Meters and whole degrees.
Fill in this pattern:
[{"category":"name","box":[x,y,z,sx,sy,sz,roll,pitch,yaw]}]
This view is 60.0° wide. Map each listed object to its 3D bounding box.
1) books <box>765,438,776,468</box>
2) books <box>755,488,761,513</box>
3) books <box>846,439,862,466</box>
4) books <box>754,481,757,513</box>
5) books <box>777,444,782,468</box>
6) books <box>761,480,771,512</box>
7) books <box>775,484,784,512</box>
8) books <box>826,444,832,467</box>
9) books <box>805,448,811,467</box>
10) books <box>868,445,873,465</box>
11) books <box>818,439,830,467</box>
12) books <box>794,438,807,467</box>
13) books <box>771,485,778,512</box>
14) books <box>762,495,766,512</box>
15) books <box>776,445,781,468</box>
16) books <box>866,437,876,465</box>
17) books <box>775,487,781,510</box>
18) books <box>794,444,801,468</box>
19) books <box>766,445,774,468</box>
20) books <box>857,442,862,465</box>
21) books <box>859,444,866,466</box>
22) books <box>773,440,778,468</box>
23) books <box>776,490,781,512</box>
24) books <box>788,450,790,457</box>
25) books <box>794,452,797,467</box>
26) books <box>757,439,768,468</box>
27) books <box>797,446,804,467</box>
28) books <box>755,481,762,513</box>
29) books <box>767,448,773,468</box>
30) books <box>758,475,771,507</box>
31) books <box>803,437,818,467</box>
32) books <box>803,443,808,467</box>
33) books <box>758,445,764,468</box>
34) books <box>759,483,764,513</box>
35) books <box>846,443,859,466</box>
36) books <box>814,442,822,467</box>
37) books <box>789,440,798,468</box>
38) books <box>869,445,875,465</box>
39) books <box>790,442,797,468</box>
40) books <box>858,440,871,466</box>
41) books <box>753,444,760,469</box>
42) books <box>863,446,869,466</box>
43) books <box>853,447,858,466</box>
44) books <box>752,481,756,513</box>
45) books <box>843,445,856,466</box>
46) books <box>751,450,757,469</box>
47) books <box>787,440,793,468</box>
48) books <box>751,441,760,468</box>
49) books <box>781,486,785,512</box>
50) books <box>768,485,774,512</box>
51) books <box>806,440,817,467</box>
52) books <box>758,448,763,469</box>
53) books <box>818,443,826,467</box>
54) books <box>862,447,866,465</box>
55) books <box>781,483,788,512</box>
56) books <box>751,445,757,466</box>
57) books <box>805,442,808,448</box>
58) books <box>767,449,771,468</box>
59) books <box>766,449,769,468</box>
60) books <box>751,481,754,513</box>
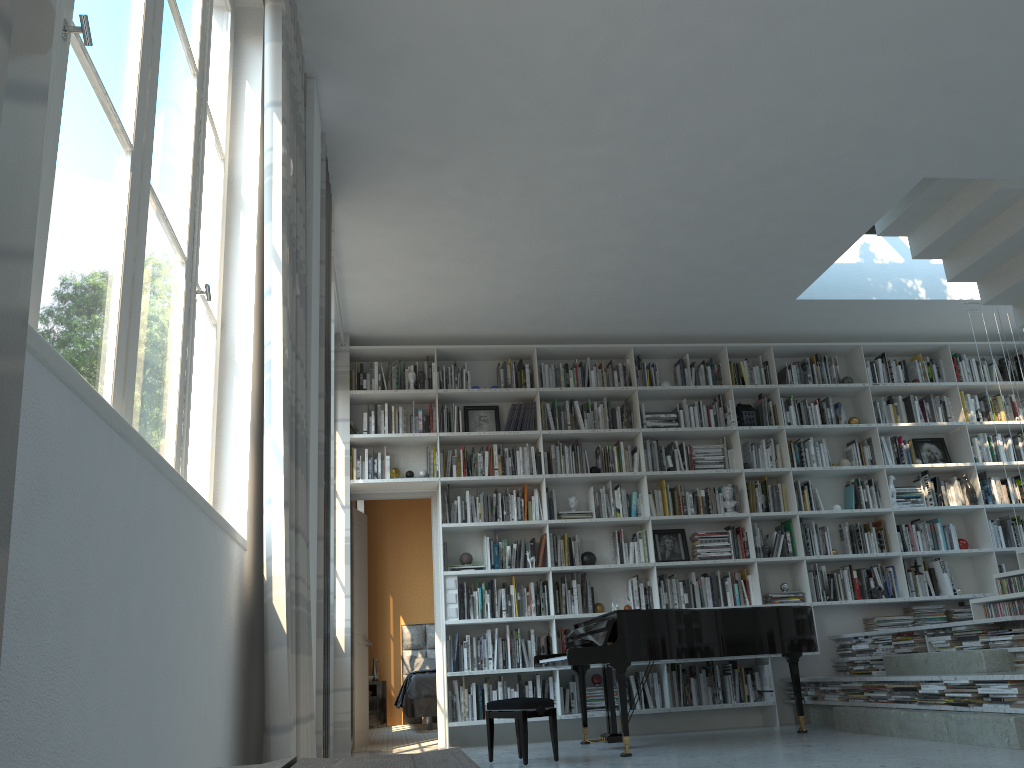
[{"category":"books","box":[2.226,0.631,7.652,0.028,0.292,0.155,-1,-18,-8]},{"category":"books","box":[2.054,1.009,7.500,0.015,0.231,0.180,-1,-18,-8]},{"category":"books","box":[2.991,0.630,7.750,0.015,0.266,0.164,-1,-18,-8]},{"category":"books","box":[2.032,0.984,7.515,0.035,0.292,0.145,-1,-18,-8]},{"category":"books","box":[2.279,0.655,7.648,0.026,0.237,0.173,-1,-18,-8]},{"category":"books","box":[2.135,0.974,7.505,0.019,0.292,0.183,-1,-18,-8]},{"category":"books","box":[2.260,0.992,7.537,0.032,0.265,0.143,-1,-18,-8]},{"category":"books","box":[2.725,0.645,7.725,0.034,0.253,0.161,-1,-18,-8]},{"category":"books","box":[2.528,0.673,7.678,0.025,0.193,0.171,-1,-18,-8]},{"category":"books","box":[3.090,0.657,7.750,0.013,0.203,0.174,-1,-18,-8]},{"category":"books","box":[2.689,0.629,7.701,0.024,0.271,0.170,-1,-18,-8]},{"category":"books","box":[2.487,0.628,7.672,0.014,0.279,0.178,-1,-18,-8]},{"category":"books","box":[2.191,0.997,7.502,0.027,0.241,0.189,-1,-18,-8]},{"category":"books","box":[2.114,1.040,7.522,0.030,0.180,0.132,-1,-18,-8]},{"category":"books","box":[2.263,0.655,7.630,0.028,0.229,0.177,-1,-18,-8]},{"category":"books","box":[3.122,0.621,7.763,0.005,0.277,0.183,-1,-18,-8]},{"category":"books","box":[2.237,1.006,7.535,0.028,0.238,0.146,-1,-18,-8]},{"category":"books","box":[2.447,0.655,7.676,0.013,0.235,0.158,-1,-18,-8]},{"category":"books","box":[2.211,0.658,7.639,0.024,0.233,0.150,-1,-18,-8]},{"category":"books","box":[3.005,0.645,7.759,0.016,0.243,0.152,-1,-18,-8]},{"category":"books","box":[3.033,0.652,7.762,0.016,0.227,0.160,-1,-18,-8]},{"category":"books","box":[2.243,0.637,7.650,0.025,0.276,0.173,-1,-18,-8]},{"category":"books","box":[2.215,1.017,7.507,0.034,0.203,0.182,-1,-18,-8]},{"category":"books","box":[2.361,0.657,7.676,0.030,0.241,0.139,-1,-18,-8]},{"category":"books","box":[2.417,0.683,7.666,0.021,0.178,0.137,-1,-18,-8]},{"category":"books","box":[2.139,0.633,7.614,0.028,0.274,0.187,-1,-18,-8]},{"category":"books","box":[2.466,0.665,7.677,0.026,0.215,0.162,-1,-18,-8]},{"category":"books","box":[2.070,0.979,7.509,0.019,0.293,0.164,-1,-18,-8]},{"category":"books","box":[2.194,0.667,7.626,0.029,0.210,0.158,-1,-18,-8]},{"category":"books","box":[2.144,0.959,7.531,0.021,0.336,0.170,-1,-18,-8]},{"category":"books","box":[2.591,0.626,7.710,0.027,0.294,0.160,-1,-18,-8]},{"category":"books","box":[2.505,0.650,7.673,0.022,0.236,0.165,-1,-18,-8]},{"category":"books","box":[2.120,0.659,7.626,0.023,0.235,0.179,-1,-18,-8]},{"category":"books","box":[2.087,0.994,7.531,0.035,0.277,0.139,-1,-18,-8]},{"category":"books","box":[2.977,0.651,7.754,0.012,0.231,0.154,-1,-18,-8]},{"category":"books","box":[2.620,0.645,7.692,0.025,0.244,0.184,-1,-18,-8]},{"category":"books","box":[2.430,0.639,7.700,0.014,0.283,0.136,-1,-18,-8]},{"category":"books","box":[3.114,0.657,7.757,0.012,0.205,0.170,-1,-18,-8]},{"category":"books","box":[2.399,0.647,7.663,0.014,0.247,0.177,-1,-18,-8]},{"category":"books","box":[3.075,0.633,7.757,0.016,0.256,0.176,-1,-18,-8]},{"category":"books","box":[2.079,0.654,7.628,0.028,0.249,0.165,-1,-18,-8]},{"category":"books","box":[3.061,0.662,7.756,0.013,0.201,0.174,-1,-18,-8]},{"category":"books","box":[2.969,0.664,7.750,0.005,0.204,0.154,-1,-18,-8]},{"category":"books","box":[2.021,0.979,7.499,0.035,0.292,0.145,-1,-18,-8]},{"category":"books","box":[2.958,0.659,7.755,0.015,0.219,0.140,-1,-18,-8]},{"category":"books","box":[2.046,0.680,7.598,0.028,0.185,0.182,-1,-18,-8]},{"category":"books","box":[2.383,0.638,7.681,0.014,0.277,0.154,-1,-18,-8]},{"category":"books","box":[2.092,0.642,7.635,0.019,0.274,0.146,-1,-18,-8]},{"category":"books","box":[2.278,1.005,7.551,0.019,0.247,0.149,-1,-18,-8]},{"category":"books","box":[2.164,1.000,7.524,0.033,0.252,0.175,-1,-18,-8]},{"category":"books","box":[2.567,0.634,7.677,0.030,0.262,0.182,-1,-18,-8]},{"category":"books","box":[2.105,0.674,7.625,0.023,0.206,0.171,-1,-18,-8]},{"category":"books","box":[2.666,0.652,7.702,0.021,0.231,0.183,-1,-18,-8]},{"category":"books","box":[3.047,0.664,7.766,0.012,0.205,0.138,-1,-18,-8]},{"category":"books","box":[2.297,0.994,7.554,0.033,0.267,0.142,-1,-18,-8]},{"category":"books","box":[2.061,0.660,7.629,0.024,0.242,0.160,-1,-18,-8]},{"category":"books","box":[2.544,0.645,7.696,0.011,0.256,0.132,-1,-18,-8]},{"category":"books","box":[2.174,0.674,7.621,0.027,0.196,0.185,-1,-18,-8]},{"category":"books","box":[2.156,0.674,7.615,0.024,0.194,0.173,-1,-18,-8]},{"category":"books","box":[2.007,0.984,7.511,0.035,0.292,0.145,-1,-18,-8]}]
